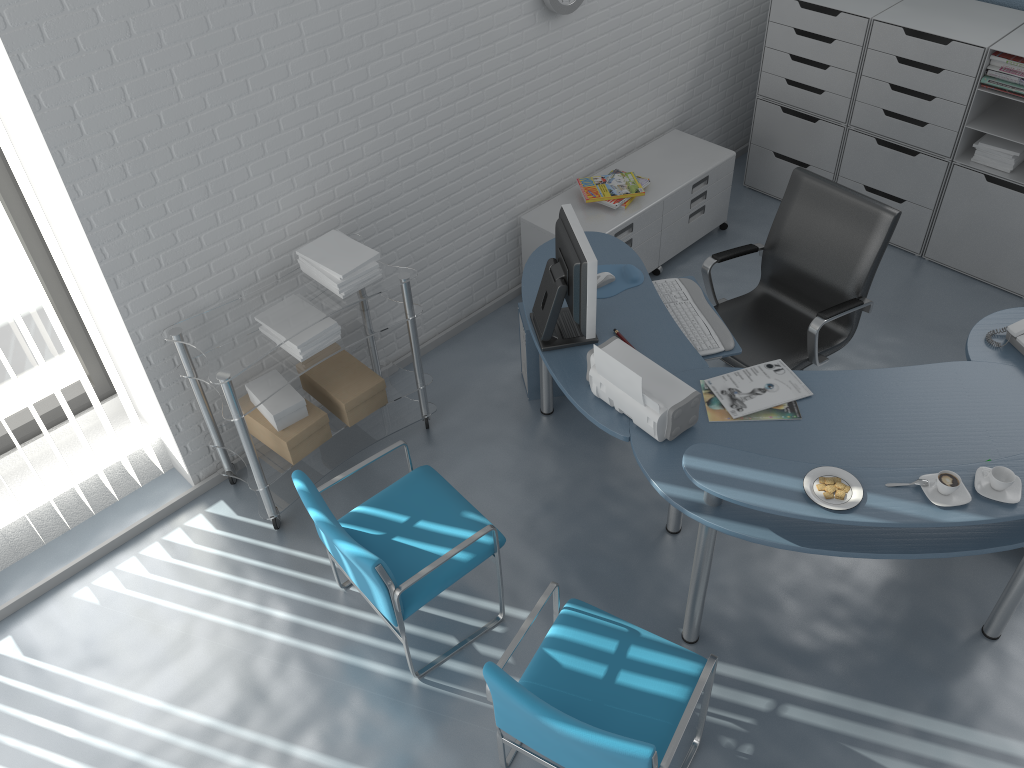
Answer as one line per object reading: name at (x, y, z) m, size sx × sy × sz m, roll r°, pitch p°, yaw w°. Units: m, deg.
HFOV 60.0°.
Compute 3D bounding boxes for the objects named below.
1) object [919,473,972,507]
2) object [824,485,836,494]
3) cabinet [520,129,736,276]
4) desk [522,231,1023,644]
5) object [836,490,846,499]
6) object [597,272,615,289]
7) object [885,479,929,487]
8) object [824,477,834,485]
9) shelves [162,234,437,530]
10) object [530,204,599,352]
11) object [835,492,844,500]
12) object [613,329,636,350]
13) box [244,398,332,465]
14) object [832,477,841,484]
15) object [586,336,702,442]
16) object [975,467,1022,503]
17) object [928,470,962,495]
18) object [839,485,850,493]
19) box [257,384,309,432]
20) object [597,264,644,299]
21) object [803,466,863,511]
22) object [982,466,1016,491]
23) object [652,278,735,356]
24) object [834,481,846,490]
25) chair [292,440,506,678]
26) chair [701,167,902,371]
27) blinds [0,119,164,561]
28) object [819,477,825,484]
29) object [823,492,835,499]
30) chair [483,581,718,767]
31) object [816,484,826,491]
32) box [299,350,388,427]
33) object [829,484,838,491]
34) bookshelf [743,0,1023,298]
object at (1.198, 0.295, 2.458) m, size 0.119 × 0.016 × 0.119 m, roll -6°, pitch 43°, yaw -3°
object at (0.886, 0.294, 2.473) m, size 0.025 × 0.005 × 0.027 m, roll -31°, pitch 49°, yaw -27°
cabinet at (0.638, -0.860, 4.740) m, size 1.259 × 0.484 × 0.447 m, roll -35°, pitch 51°, yaw -30°
desk at (0.992, 0.228, 3.220) m, size 2.282 × 0.900 × 1.402 m, roll 13°, pitch 45°, yaw 17°
object at (0.912, 0.305, 2.460) m, size 0.025 × 0.005 × 0.027 m, roll 16°, pitch 46°, yaw 20°
object at (0.351, -0.413, 3.474) m, size 0.115 × 0.035 × 0.054 m, roll -26°, pitch 47°, yaw -23°
object at (1.106, 0.277, 2.477) m, size 0.119 × 0.021 × 0.025 m, roll 0°, pitch 43°, yaw 4°
object at (0.893, 0.273, 2.496) m, size 0.025 × 0.005 × 0.027 m, roll -1°, pitch 43°, yaw 3°
shelves at (-0.809, 0.000, 3.627) m, size 0.896 × 0.848 × 0.441 m, roll -34°, pitch 51°, yaw -29°
object at (0.181, -0.355, 3.143) m, size 0.212 × 0.417 × 0.365 m, roll -9°, pitch 43°, yaw -6°
object at (0.910, 0.310, 2.461) m, size 0.025 × 0.005 × 0.027 m, roll 10°, pitch 44°, yaw 14°
object at (0.416, -0.147, 3.200) m, size 0.013 × 0.013 × 0.178 m, roll -20°, pitch 45°, yaw -18°
box at (-0.920, 0.147, 3.567) m, size 0.347 × 0.133 × 0.207 m, roll 29°, pitch 51°, yaw 30°
object at (0.915, 0.273, 2.502) m, size 0.027 × 0.005 × 0.025 m, roll 7°, pitch 43°, yaw 11°
object at (0.401, -0.020, 2.870) m, size 0.197 × 0.273 × 0.392 m, roll -30°, pitch 49°, yaw -26°
object at (1.347, 0.283, 2.460) m, size 0.119 × 0.016 × 0.119 m, roll 15°, pitch 46°, yaw 19°
object at (1.191, 0.274, 2.445) m, size 0.078 × 0.049 × 0.062 m, roll 25°, pitch 49°, yaw 27°
object at (0.931, 0.292, 2.479) m, size 0.025 × 0.005 × 0.027 m, roll 24°, pitch 49°, yaw 26°
box at (-0.925, 0.065, 3.492) m, size 0.139 × 0.090 × 0.234 m, roll -31°, pitch 49°, yaw -27°
object at (0.374, -0.425, 3.497) m, size 0.285 × 0.026 × 0.213 m, roll -24°, pitch 46°, yaw -21°
object at (0.896, 0.293, 2.479) m, size 0.162 × 0.011 × 0.162 m, roll -3°, pitch 42°, yaw 0°
object at (1.343, 0.261, 2.449) m, size 0.062 × 0.049 × 0.078 m, roll -18°, pitch 44°, yaw -15°
object at (0.653, -0.264, 3.403) m, size 0.276 × 0.028 × 0.478 m, roll -11°, pitch 43°, yaw -8°
object at (0.919, 0.284, 2.482) m, size 0.027 × 0.005 × 0.025 m, roll 26°, pitch 50°, yaw 28°
chair at (-0.370, 0.562, 3.089) m, size 0.543 × 0.707 × 0.542 m, roll -31°, pitch 49°, yaw -27°
chair at (1.129, -0.299, 3.749) m, size 0.652 × 0.948 × 0.584 m, roll -30°, pitch 49°, yaw -26°
blinds at (-2.980, 0.238, 1.709) m, size 4.001 × 2.955 × 0.158 m, roll -35°, pitch 51°, yaw -30°
object at (0.881, 0.272, 2.504) m, size 0.027 × 0.005 × 0.025 m, roll 7°, pitch 44°, yaw 11°
object at (0.880, 0.309, 2.465) m, size 0.027 × 0.005 × 0.025 m, roll -7°, pitch 43°, yaw -4°
chair at (0.263, 0.945, 2.630) m, size 0.542 × 0.707 × 0.543 m, roll 20°, pitch 47°, yaw 23°
object at (0.868, 0.290, 2.486) m, size 0.027 × 0.005 × 0.025 m, roll -4°, pitch 42°, yaw 0°
box at (-0.710, 0.001, 3.712) m, size 0.207 × 0.133 × 0.347 m, roll -35°, pitch 51°, yaw -29°
object at (0.902, 0.289, 2.484) m, size 0.027 × 0.005 × 0.025 m, roll 20°, pitch 48°, yaw 24°
bookshelf at (2.374, -1.237, 4.539) m, size 0.521 × 1.141 × 2.294 m, roll -35°, pitch 51°, yaw -30°
